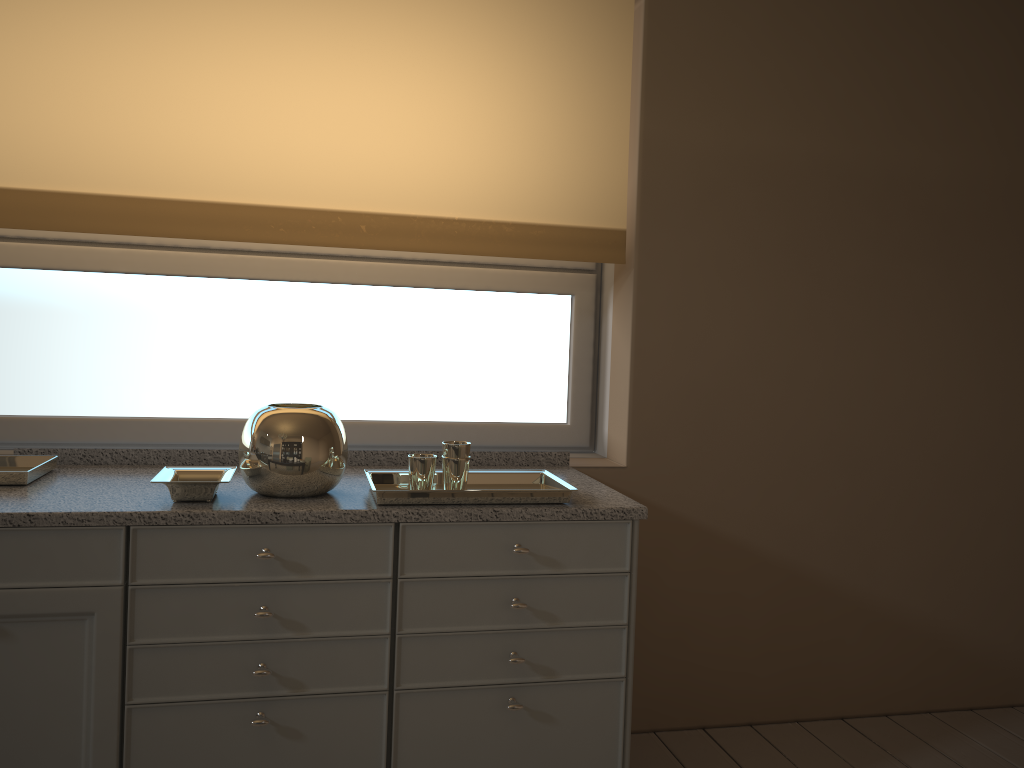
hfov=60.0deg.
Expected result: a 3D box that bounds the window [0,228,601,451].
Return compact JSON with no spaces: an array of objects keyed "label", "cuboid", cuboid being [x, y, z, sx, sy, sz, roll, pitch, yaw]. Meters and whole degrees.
[{"label":"window","cuboid":[-1.444,-0.500,2.445,3.566,1.352,0.047,1,1,-13]}]

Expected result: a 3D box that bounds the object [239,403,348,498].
[{"label":"object","cuboid":[-0.486,0.146,1.977,0.235,0.195,0.236,2,2,4]}]

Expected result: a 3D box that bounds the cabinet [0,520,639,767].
[{"label":"cabinet","cuboid":[-1.868,0.601,1.853,4.220,0.771,0.848,1,2,-13]}]

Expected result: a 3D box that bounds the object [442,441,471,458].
[{"label":"object","cuboid":[-0.124,0.174,1.954,0.063,0.090,0.063,1,2,-41]}]

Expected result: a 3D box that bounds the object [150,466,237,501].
[{"label":"object","cuboid":[-0.669,0.213,1.875,0.153,0.048,0.197,1,3,-13]}]

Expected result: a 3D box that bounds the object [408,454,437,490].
[{"label":"object","cuboid":[-0.198,0.202,1.944,0.063,0.090,0.063,1,2,-41]}]

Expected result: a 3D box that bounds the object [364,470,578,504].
[{"label":"object","cuboid":[-0.103,0.233,2.017,0.446,0.034,0.274,1,3,-13]}]

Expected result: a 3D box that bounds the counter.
[{"label":"counter","cuboid":[-1.836,0.195,1.790,4.237,0.068,0.653,1,3,-13]}]

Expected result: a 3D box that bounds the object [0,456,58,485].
[{"label":"object","cuboid":[-1.288,0.192,1.995,0.429,0.030,0.241,1,3,-13]}]

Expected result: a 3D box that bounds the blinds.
[{"label":"blinds","cuboid":[-1.387,-0.777,2.144,3.548,0.782,0.022,1,1,-13]}]

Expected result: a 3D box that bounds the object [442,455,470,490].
[{"label":"object","cuboid":[-0.125,0.204,1.955,0.063,0.090,0.063,1,2,-41]}]
